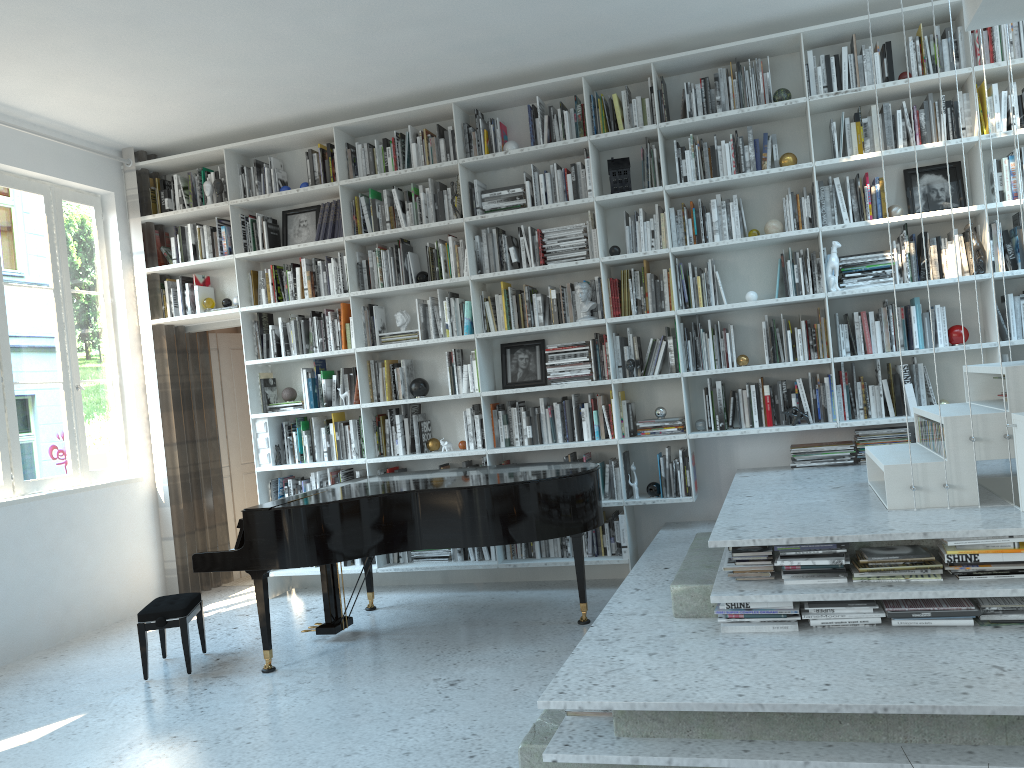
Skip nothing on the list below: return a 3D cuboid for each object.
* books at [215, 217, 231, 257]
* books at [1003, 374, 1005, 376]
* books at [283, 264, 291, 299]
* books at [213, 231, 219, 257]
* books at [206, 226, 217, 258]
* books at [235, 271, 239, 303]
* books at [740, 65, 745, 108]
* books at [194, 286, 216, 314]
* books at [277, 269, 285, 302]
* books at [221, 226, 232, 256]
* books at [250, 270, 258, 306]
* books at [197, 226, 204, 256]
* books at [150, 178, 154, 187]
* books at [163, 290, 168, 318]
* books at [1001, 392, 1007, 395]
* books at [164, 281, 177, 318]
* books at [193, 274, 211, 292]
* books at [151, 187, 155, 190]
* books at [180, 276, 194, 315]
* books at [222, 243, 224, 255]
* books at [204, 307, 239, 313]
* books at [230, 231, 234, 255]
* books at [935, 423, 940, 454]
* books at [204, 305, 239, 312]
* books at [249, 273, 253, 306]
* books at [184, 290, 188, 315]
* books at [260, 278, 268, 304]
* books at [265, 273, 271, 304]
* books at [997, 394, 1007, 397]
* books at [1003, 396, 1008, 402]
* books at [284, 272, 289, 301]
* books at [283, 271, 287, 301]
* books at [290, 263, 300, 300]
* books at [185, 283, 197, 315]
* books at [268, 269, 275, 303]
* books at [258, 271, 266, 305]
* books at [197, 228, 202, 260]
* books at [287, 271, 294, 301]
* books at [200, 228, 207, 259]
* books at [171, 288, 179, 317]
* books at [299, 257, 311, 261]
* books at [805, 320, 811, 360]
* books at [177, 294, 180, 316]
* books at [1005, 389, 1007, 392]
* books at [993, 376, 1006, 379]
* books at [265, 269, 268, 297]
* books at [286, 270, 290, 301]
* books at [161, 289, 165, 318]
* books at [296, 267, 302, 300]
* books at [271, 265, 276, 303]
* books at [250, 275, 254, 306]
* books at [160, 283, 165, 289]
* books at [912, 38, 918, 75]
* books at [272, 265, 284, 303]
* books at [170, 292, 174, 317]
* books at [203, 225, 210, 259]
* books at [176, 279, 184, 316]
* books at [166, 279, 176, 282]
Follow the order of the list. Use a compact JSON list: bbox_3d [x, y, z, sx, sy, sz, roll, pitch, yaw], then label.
[{"bbox_3d":[-2.036,-1.025,6.315,0.012,0.303,0.189,-5,0,17],"label":"books"},{"bbox_3d":[2.325,-0.048,3.995,0.161,0.012,0.195,-6,0,14],"label":"books"},{"bbox_3d":[-1.539,-0.692,6.192,0.012,0.277,0.150,-5,0,17],"label":"books"},{"bbox_3d":[-2.073,-0.975,6.345,0.028,0.212,0.138,-5,0,17],"label":"books"},{"bbox_3d":[-2.108,-0.991,6.336,0.030,0.251,0.165,-5,0,17],"label":"books"},{"bbox_3d":[-1.898,-0.661,6.293,0.012,0.285,0.159,-5,0,17],"label":"books"},{"bbox_3d":[1.373,-1.726,5.261,0.006,0.289,0.155,-5,0,17],"label":"books"},{"bbox_3d":[-2.204,-0.593,6.373,0.029,0.211,0.187,-5,0,17],"label":"books"},{"bbox_3d":[-1.578,-0.675,6.203,0.047,0.249,0.134,-5,0,17],"label":"books"},{"bbox_3d":[-1.985,-0.993,6.294,0.029,0.229,0.191,-5,0,17],"label":"books"},{"bbox_3d":[-1.775,-0.662,6.250,0.012,0.263,0.180,-5,0,17],"label":"books"},{"bbox_3d":[-2.195,-0.991,6.365,0.013,0.269,0.162,-5,0,17],"label":"books"},{"bbox_3d":[-2.593,-1.340,6.480,0.012,0.307,0.180,-5,0,17],"label":"books"},{"bbox_3d":[-2.480,-0.571,6.469,0.013,0.222,0.162,-5,0,17],"label":"books"},{"bbox_3d":[2.327,0.037,3.998,0.158,0.009,0.216,-6,0,10],"label":"books"},{"bbox_3d":[-2.453,-0.604,6.459,0.023,0.281,0.170,-5,0,17],"label":"books"},{"bbox_3d":[-2.224,-0.635,6.392,0.013,0.299,0.179,-5,0,17],"label":"books"},{"bbox_3d":[-2.575,-1.309,6.489,0.011,0.241,0.150,-5,0,17],"label":"books"},{"bbox_3d":[-2.322,-0.625,6.405,0.013,0.297,0.187,-5,0,17],"label":"books"},{"bbox_3d":[-2.005,-0.967,6.324,0.031,0.182,0.151,-5,0,17],"label":"books"},{"bbox_3d":[-2.033,-0.522,6.344,0.285,0.012,0.159,-6,0,14],"label":"books"},{"bbox_3d":[-1.947,-0.979,6.313,0.029,0.196,0.146,-5,0,17],"label":"books"},{"bbox_3d":[1.840,0.223,3.697,0.125,0.125,0.007,-6,0,17],"label":"books"},{"bbox_3d":[-2.033,-0.534,6.347,0.285,0.012,0.159,-6,0,19],"label":"books"},{"bbox_3d":[-1.802,-0.655,6.276,0.012,0.254,0.161,-5,0,17],"label":"books"},{"bbox_3d":[-2.295,-0.575,6.413,0.024,0.193,0.180,-5,0,17],"label":"books"},{"bbox_3d":[-1.697,-0.636,6.219,0.026,0.195,0.175,-5,0,17],"label":"books"},{"bbox_3d":[-1.659,-0.657,6.219,0.030,0.230,0.172,-5,0,17],"label":"books"},{"bbox_3d":[2.321,0.046,4.000,0.189,0.007,0.195,-6,0,14],"label":"books"},{"bbox_3d":[2.092,0.049,3.550,0.172,0.019,0.239,-6,0,42],"label":"books"},{"bbox_3d":[-1.527,-0.664,6.176,0.014,0.218,0.164,-5,0,17],"label":"books"},{"bbox_3d":[-1.548,-0.668,6.199,0.012,0.230,0.149,-5,0,17],"label":"books"},{"bbox_3d":[-1.475,-0.697,6.164,0.014,0.273,0.180,-5,0,17],"label":"books"},{"bbox_3d":[-2.271,-0.599,6.386,0.021,0.237,0.188,-5,0,17],"label":"books"},{"bbox_3d":[-1.639,-0.670,6.211,0.014,0.252,0.187,-5,0,17],"label":"books"},{"bbox_3d":[-1.735,-0.663,6.255,0.062,0.258,0.153,-5,0,17],"label":"books"},{"bbox_3d":[-2.183,-0.983,6.361,0.012,0.249,0.192,-5,0,17],"label":"books"},{"bbox_3d":[-1.495,-0.667,6.166,0.031,0.217,0.173,-5,0,17],"label":"books"},{"bbox_3d":[-2.167,-0.982,6.357,0.021,0.244,0.173,-5,0,17],"label":"books"},{"bbox_3d":[-2.407,-0.577,6.446,0.010,0.220,0.181,-5,0,17],"label":"books"},{"bbox_3d":[-1.416,-0.718,6.154,0.014,0.304,0.151,-5,0,17],"label":"books"},{"bbox_3d":[1.740,-0.256,5.228,0.016,0.231,0.138,-5,0,17],"label":"books"},{"bbox_3d":[-2.380,-0.562,6.465,0.029,0.185,0.134,-5,0,17],"label":"books"},{"bbox_3d":[2.323,0.027,3.999,0.159,0.012,0.225,-6,0,25],"label":"books"},{"bbox_3d":[2.307,-0.037,4.001,0.198,0.006,0.188,-6,0,13],"label":"books"},{"bbox_3d":[-1.678,-0.671,6.229,0.010,0.263,0.150,-5,0,17],"label":"books"},{"bbox_3d":[-1.514,-0.671,6.179,0.011,0.229,0.170,-5,0,17],"label":"books"},{"bbox_3d":[-2.493,-0.573,6.472,0.013,0.228,0.179,-5,0,17],"label":"books"},{"bbox_3d":[-1.443,-0.682,6.160,0.047,0.238,0.162,-5,0,17],"label":"books"},{"bbox_3d":[-1.624,-0.686,6.210,0.020,0.281,0.164,-5,0,17],"label":"books"},{"bbox_3d":[-1.787,-0.645,6.263,0.022,0.232,0.151,-5,0,17],"label":"books"},{"bbox_3d":[-2.510,-0.594,6.465,0.011,0.272,0.188,-5,0,17],"label":"books"},{"bbox_3d":[2.268,-1.799,5.006,0.008,0.258,0.147,-5,0,17],"label":"books"},{"bbox_3d":[-1.612,-0.685,6.195,0.011,0.277,0.164,-5,0,17],"label":"books"},{"bbox_3d":[-2.422,-0.564,6.460,0.029,0.197,0.160,-5,0,17],"label":"books"},{"bbox_3d":[-2.135,-0.994,6.345,0.025,0.261,0.167,-5,0,17],"label":"books"},{"bbox_3d":[-2.365,-0.612,6.441,0.022,0.281,0.156,-5,0,17],"label":"books"},{"bbox_3d":[-2.464,-0.613,6.486,0.013,0.303,0.135,-5,0,17],"label":"books"}]
